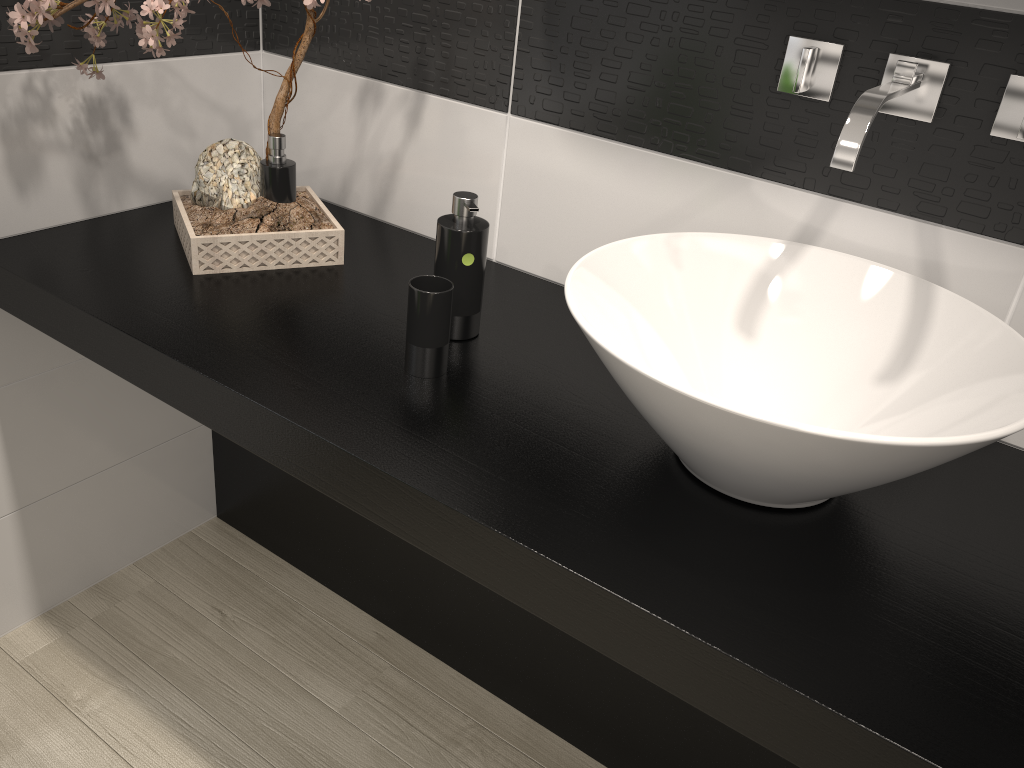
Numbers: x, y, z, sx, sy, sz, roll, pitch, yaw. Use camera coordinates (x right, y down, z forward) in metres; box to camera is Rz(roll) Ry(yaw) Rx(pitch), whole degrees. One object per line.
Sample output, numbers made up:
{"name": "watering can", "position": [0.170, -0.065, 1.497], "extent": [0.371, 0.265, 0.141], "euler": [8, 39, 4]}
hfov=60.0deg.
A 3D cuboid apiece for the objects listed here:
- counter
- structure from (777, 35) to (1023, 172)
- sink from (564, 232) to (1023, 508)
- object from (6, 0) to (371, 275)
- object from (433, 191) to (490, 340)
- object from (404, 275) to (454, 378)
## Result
{"name": "counter", "position": [0.819, 0.368, 0.869], "extent": [3.865, 0.083, 0.660], "euler": [23, 33, 28]}
{"name": "structure", "position": [0.468, -0.339, 1.100], "extent": [0.369, 0.107, 0.261], "euler": [23, 33, 28]}
{"name": "sink", "position": [0.330, 0.006, 1.112], "extent": [0.559, 0.209, 0.567], "euler": [0, 29, -13]}
{"name": "object", "position": [-0.490, -0.498, 1.512], "extent": [0.629, 0.553, 0.264], "euler": [-8, 31, -25]}
{"name": "object", "position": [-0.080, -0.184, 1.364], "extent": [0.079, 0.218, 0.080], "euler": [17, 29, 19]}
{"name": "object", "position": [-0.119, -0.081, 1.264], "extent": [0.063, 0.132, 0.064], "euler": [-5, 30, -21]}
